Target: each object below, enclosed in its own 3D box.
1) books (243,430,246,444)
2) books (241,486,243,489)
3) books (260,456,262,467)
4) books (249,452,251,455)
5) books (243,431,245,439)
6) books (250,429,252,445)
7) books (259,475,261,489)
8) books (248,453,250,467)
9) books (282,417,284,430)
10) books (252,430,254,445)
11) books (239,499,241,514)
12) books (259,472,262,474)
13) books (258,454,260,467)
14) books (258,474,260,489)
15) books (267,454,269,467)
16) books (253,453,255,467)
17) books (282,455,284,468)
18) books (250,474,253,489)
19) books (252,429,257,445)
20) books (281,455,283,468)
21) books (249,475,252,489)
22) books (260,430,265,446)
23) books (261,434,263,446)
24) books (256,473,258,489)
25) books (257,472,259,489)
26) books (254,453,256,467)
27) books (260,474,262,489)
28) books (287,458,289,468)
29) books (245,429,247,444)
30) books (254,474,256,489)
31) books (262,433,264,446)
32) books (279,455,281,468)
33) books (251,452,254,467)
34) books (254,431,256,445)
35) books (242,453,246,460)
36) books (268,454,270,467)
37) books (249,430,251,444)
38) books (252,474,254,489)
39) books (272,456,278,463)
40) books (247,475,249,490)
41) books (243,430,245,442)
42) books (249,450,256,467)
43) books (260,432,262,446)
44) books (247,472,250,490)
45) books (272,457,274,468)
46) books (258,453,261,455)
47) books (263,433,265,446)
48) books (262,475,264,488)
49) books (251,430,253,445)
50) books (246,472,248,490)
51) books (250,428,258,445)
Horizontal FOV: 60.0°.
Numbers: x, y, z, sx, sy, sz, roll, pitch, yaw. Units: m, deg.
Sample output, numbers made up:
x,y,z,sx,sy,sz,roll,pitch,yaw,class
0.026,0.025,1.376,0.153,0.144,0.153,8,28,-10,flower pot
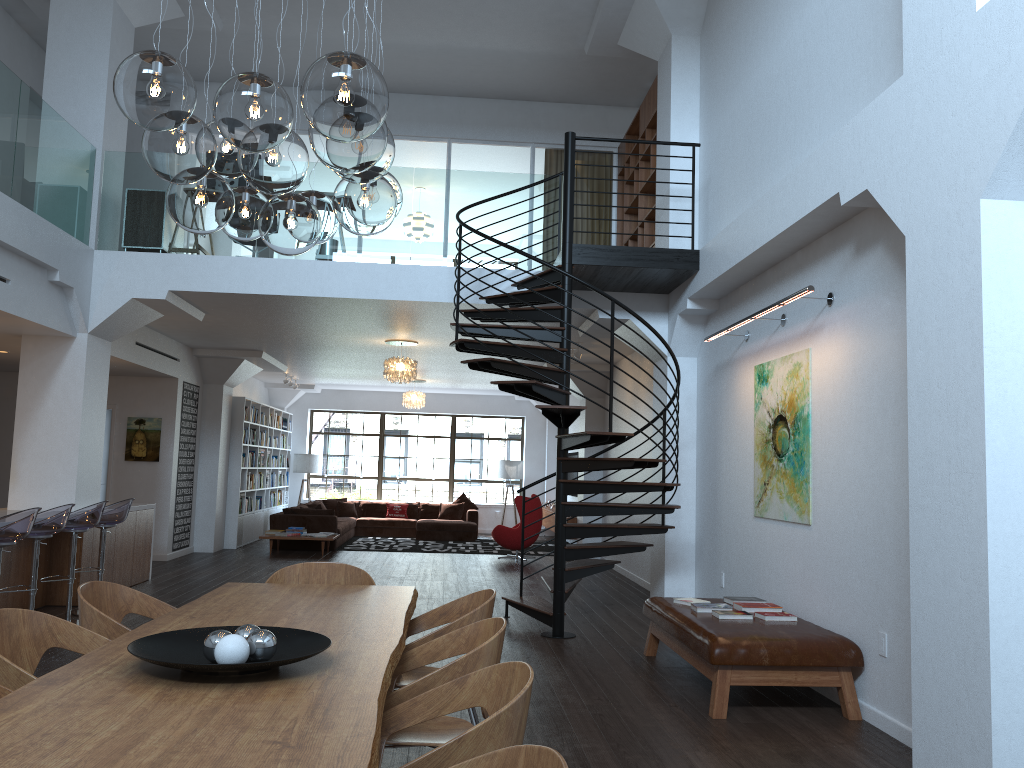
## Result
x,y,z,sx,sy,sz,roll,pitch,yaw,class
-4.422,0.856,14.417,0.172,0.235,0.112,2,-6,-4,books
-4.484,1.665,14.323,0.197,0.033,0.284,5,-6,-29,books
-4.546,1.381,15.800,0.161,0.207,0.135,2,-6,-5,books
-4.485,1.274,14.909,0.159,0.250,0.026,2,-6,-4,books
-4.425,0.859,14.355,0.161,0.218,0.101,2,-6,-4,books
-4.483,0.892,14.932,0.180,0.259,0.042,2,-6,-4,books
-4.564,1.734,15.756,0.174,0.240,0.045,2,-6,-5,books
-4.473,1.270,14.817,0.174,0.239,0.045,2,-6,-4,books
-4.683,0.794,17.802,0.183,0.253,0.042,2,-6,-4,books
-4.493,0.909,15.083,0.183,0.253,0.042,2,-6,-4,books
-4.460,1.973,14.277,0.174,0.240,0.054,2,-6,-4,books
-4.567,1.716,15.832,0.176,0.290,0.036,2,-6,-5,books
-4.529,1.342,15.570,0.174,0.240,0.054,2,-6,-4,books
-4.546,1.716,15.636,0.183,0.253,0.034,2,-6,-5,books
-4.587,1.410,16.346,0.174,0.251,0.051,2,-6,-4,books
-4.496,1.304,15.164,0.174,0.239,0.045,2,-6,-4,books
-4.711,1.560,17.924,0.183,0.253,0.042,2,-6,-4,books
-4.517,1.667,15.128,0.183,0.253,0.034,2,-6,-4,books
-4.518,0.915,15.310,0.198,0.284,0.049,2,-6,-4,books
-4.711,1.549,17.839,0.180,0.259,0.042,2,-6,-4,books
-4.508,1.663,15.046,0.171,0.246,0.057,2,-6,-4,books
-4.555,0.981,16.026,0.176,0.290,0.053,2,-6,-4,books
-4.532,0.993,15.803,0.161,0.223,0.026,2,-6,-4,books
-4.544,1.682,15.451,0.198,0.284,0.066,2,-6,-5,books
-4.544,1.690,15.561,0.176,0.290,0.053,2,-6,-5,books
-4.498,1.304,15.238,0.182,0.253,0.034,2,-6,-4,books
-4.556,1.731,15.796,0.183,0.253,0.034,2,-6,-5,books
-4.748,1.633,18.483,0.182,0.215,0.188,2,-6,-4,books
-4.432,0.860,14.500,0.174,0.242,0.105,2,-6,-4,books
-4.525,1.683,15.297,0.183,0.253,0.034,2,-6,-4,books
-4.544,0.991,15.897,0.170,0.245,0.057,2,-6,-4,books
-4.679,1.534,17.575,0.174,0.240,0.054,2,-6,-4,books
-4.490,1.287,15.064,0.182,0.253,0.034,2,-6,-4,books
-4.492,0.927,15.195,0.174,0.240,0.054,2,-6,-4,books
-4.445,1.249,14.546,0.140,0.231,0.042,2,-6,-4,books
-4.606,1.430,16.518,0.171,0.246,0.036,2,-6,-4,books
-4.471,0.887,14.847,0.183,0.253,0.042,2,-6,-4,books
-4.515,1.670,15.162,0.183,0.253,0.034,2,-6,-4,books
-4.655,1.515,17.335,0.140,0.231,0.042,2,-6,-4,books
-4.496,1.643,14.839,0.171,0.246,0.057,2,-6,-4,books
-4.423,0.855,14.385,0.152,0.232,0.104,2,-6,-4,books
-4.512,1.291,15.301,0.176,0.294,0.102,2,-6,-4,books
-4.524,0.969,15.702,0.182,0.253,0.034,2,-6,-4,books
-4.504,1.629,14.923,0.176,0.290,0.053,2,-6,-4,books
-4.629,1.493,16.967,0.140,0.206,0.042,2,-6,-4,books
-4.547,1.345,15.682,0.183,0.253,0.042,2,-6,-4,books
-4.544,0.999,15.948,0.174,0.239,0.045,2,-6,-4,books
-4.586,1.758,16.013,0.174,0.240,0.045,2,-6,-5,books
-4.484,0.906,15.010,0.171,0.246,0.039,2,-6,-4,books
-4.467,1.605,14.707,0.140,0.298,0.044,2,-6,-4,books
-4.505,0.918,15.362,0.176,0.291,0.053,2,-6,-4,books
